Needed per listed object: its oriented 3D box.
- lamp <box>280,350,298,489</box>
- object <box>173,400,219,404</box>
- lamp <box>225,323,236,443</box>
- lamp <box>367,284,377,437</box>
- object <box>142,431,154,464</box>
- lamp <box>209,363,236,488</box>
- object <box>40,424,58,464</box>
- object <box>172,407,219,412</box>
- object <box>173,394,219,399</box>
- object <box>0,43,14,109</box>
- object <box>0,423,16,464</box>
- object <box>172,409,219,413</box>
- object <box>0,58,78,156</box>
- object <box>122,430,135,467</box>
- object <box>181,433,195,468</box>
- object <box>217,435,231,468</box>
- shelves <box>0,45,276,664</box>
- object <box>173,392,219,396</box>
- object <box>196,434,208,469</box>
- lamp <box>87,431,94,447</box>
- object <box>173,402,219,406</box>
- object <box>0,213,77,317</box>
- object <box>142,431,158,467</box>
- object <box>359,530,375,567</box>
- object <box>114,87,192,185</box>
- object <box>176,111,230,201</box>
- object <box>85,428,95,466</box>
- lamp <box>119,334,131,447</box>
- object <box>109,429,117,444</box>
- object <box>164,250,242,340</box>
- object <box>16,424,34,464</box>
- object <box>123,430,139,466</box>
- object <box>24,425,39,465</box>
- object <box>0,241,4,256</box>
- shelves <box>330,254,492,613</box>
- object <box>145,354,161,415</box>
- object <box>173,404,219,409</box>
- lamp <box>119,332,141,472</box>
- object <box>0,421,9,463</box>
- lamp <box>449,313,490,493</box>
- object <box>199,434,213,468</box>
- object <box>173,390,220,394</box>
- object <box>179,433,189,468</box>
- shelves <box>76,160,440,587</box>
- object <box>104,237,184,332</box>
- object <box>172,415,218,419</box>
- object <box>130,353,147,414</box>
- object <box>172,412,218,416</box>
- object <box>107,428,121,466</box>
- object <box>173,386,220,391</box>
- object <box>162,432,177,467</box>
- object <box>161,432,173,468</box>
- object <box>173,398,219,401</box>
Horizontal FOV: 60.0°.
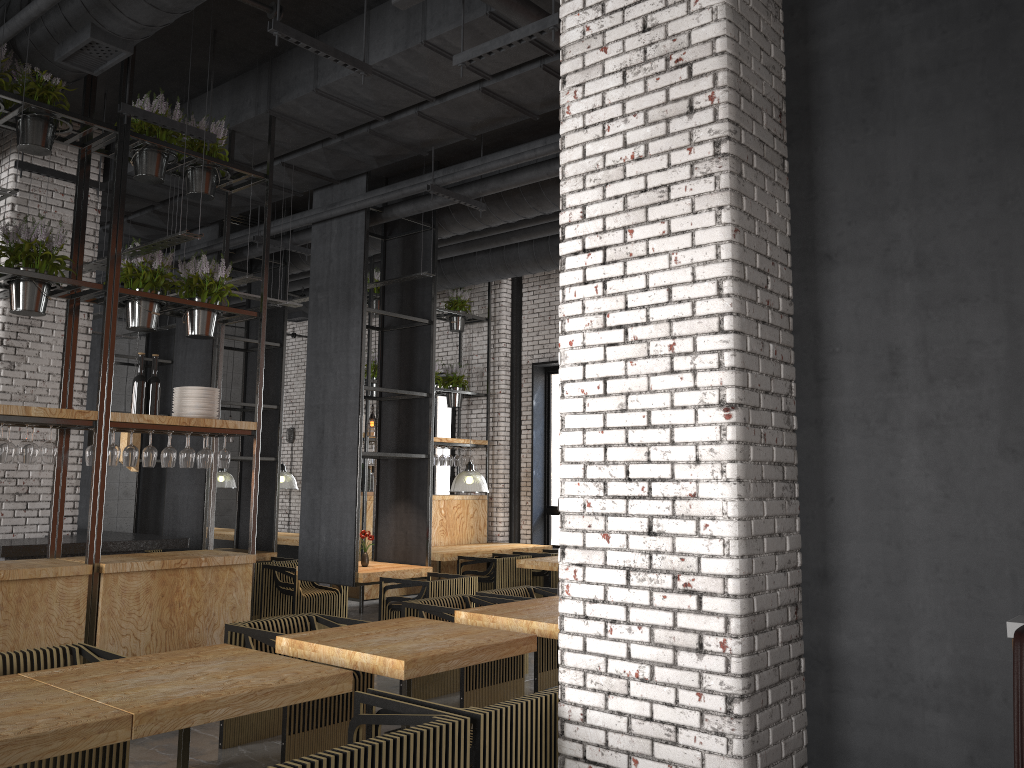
[{"bbox_3d":[-3.661,0.479,14.277,0.536,2.412,0.535,2,-8,-14],"label":"lamp"},{"bbox_3d":[-2.413,0.151,6.769,0.334,0.039,0.334,6,-9,-42],"label":"object"},{"bbox_3d":[-3.381,-0.094,10.729,0.108,1.603,0.108,1,-8,-3],"label":"lamp"},{"bbox_3d":[-1.413,-0.262,9.093,0.108,1.603,0.108,-1,-8,12],"label":"lamp"},{"bbox_3d":[-2.685,0.482,6.568,0.101,0.268,0.100,0,-8,3],"label":"object"},{"bbox_3d":[-4.984,0.592,15.376,0.536,2.412,0.535,2,-8,-8],"label":"lamp"},{"bbox_3d":[-2.999,0.386,5.754,0.101,0.268,0.101,6,-9,-36],"label":"object"},{"bbox_3d":[-2.413,0.205,6.761,0.335,0.040,0.334,0,-7,4],"label":"object"},{"bbox_3d":[-2.413,0.112,6.774,0.334,0.041,0.334,-1,-7,9],"label":"object"},{"bbox_3d":[-3.461,-1.906,5.729,0.416,0.560,0.466,5,-8,-31],"label":"object"},{"bbox_3d":[-3.314,0.391,5.824,0.101,0.268,0.101,6,-9,-36],"label":"object"},{"bbox_3d":[-2.413,0.225,6.759,0.334,0.037,0.334,0,-7,6],"label":"object"},{"bbox_3d":[-3.247,-1.866,6.060,0.467,0.560,0.415,-4,-9,34],"label":"object"},{"bbox_3d":[-2.779,0.468,6.456,0.101,0.268,0.100,0,-8,3],"label":"object"},{"bbox_3d":[-2.371,0.477,6.497,0.101,0.268,0.100,0,-8,3],"label":"object"},{"bbox_3d":[-2.181,0.505,6.721,0.101,0.268,0.100,0,-8,3],"label":"object"},{"bbox_3d":[-3.310,-0.323,5.676,0.689,5.032,3.653,-6,-10,40],"label":"shelves"},{"bbox_3d":[-2.413,0.093,6.777,0.334,0.044,0.334,-1,-7,11],"label":"object"},{"bbox_3d":[-2.401,0.523,6.904,0.101,0.268,0.100,0,-8,3],"label":"object"},{"bbox_3d":[-3.987,-0.001,8.609,0.127,1.399,0.127,-6,-10,40],"label":"lamp"},{"bbox_3d":[-2.412,0.166,6.766,0.334,0.040,0.334,4,-7,-28],"label":"object"},{"bbox_3d":[-3.237,-0.747,5.957,0.416,0.560,0.466,0,-7,8],"label":"object"},{"bbox_3d":[-2.560,0.450,6.274,0.101,0.268,0.100,0,-8,3],"label":"object"},{"bbox_3d":[-1.453,1.639,8.859,0.156,0.356,0.170,1,-7,-2],"label":"object"},{"bbox_3d":[-2.691,-1.795,6.633,0.416,0.560,0.466,-1,-7,13],"label":"object"},{"bbox_3d":[-2.455,-1.750,7.014,0.416,0.560,0.466,4,-8,-25],"label":"object"},{"bbox_3d":[-2.950,0.444,6.254,0.101,0.268,0.100,2,-8,-13],"label":"object"},{"bbox_3d":[-5.386,0.076,12.396,0.108,1.603,0.108,3,-8,-18],"label":"lamp"},{"bbox_3d":[-2.868,0.456,6.351,0.101,0.268,0.100,2,-8,-13],"label":"object"},{"bbox_3d":[-2.391,-0.635,6.860,0.416,0.560,0.466,-4,-9,34],"label":"object"},{"bbox_3d":[-3.094,0.373,5.642,0.101,0.268,0.101,6,-9,-36],"label":"object"},{"bbox_3d":[-2.649,0.437,6.169,0.101,0.268,0.100,2,-8,-13],"label":"object"},{"bbox_3d":[-3.219,0.405,5.936,0.101,0.268,0.101,6,-9,-36],"label":"object"},{"bbox_3d":[-3.495,-0.789,5.608,0.467,0.560,0.415,2,-7,-11],"label":"object"},{"bbox_3d":[-1.331,0.447,12.265,0.689,5.032,2.329,-6,-10,40],"label":"shelves"},{"bbox_3d":[-2.635,0.018,6.519,0.098,0.472,0.098,0,-8,2],"label":"object"},{"bbox_3d":[-2.413,0.186,6.765,0.334,0.039,0.334,0,-7,6],"label":"object"},{"bbox_3d":[-3.489,0.032,8.184,0.127,1.551,0.127,-6,-10,40],"label":"lamp"},{"bbox_3d":[-3.189,0.359,5.530,0.101,0.268,0.101,6,-9,-36],"label":"object"},{"bbox_3d":[-0.549,0.231,11.832,0.536,2.412,0.535,2,-8,-14],"label":"lamp"},{"bbox_3d":[-2.276,0.491,6.609,0.101,0.268,0.100,0,-8,3],"label":"object"},{"bbox_3d":[-2.412,0.073,6.779,0.334,0.039,0.334,-1,-7,15],"label":"object"},{"bbox_3d":[-2.495,0.509,6.792,0.101,0.268,0.100,0,-8,3],"label":"object"},{"bbox_3d":[-3.416,-0.061,10.726,6.141,4.378,1.001,-5,-9,40],"label":"shelves"},{"bbox_3d":[-2.723,-0.674,6.547,0.467,0.560,0.416,7,-10,-41],"label":"object"},{"bbox_3d":[-2.414,0.264,6.754,0.334,0.033,0.334,6,-9,-41],"label":"object"},{"bbox_3d":[-2.704,0.008,6.437,0.098,0.472,0.098,0,-8,2],"label":"object"},{"bbox_3d":[-2.415,0.243,6.757,0.334,0.046,0.334,-2,-7,21],"label":"object"},{"bbox_3d":[-2.731,0.425,6.071,0.101,0.268,0.100,2,-8,-13],"label":"object"},{"bbox_3d":[-2.412,0.054,6.782,0.334,0.039,0.334,-1,-7,14],"label":"object"},{"bbox_3d":[-2.465,0.463,6.385,0.101,0.268,0.100,0,-8,3],"label":"object"},{"bbox_3d":[-2.590,0.496,6.680,0.101,0.268,0.100,0,-8,3],"label":"object"},{"bbox_3d":[-2.413,0.131,6.771,0.334,0.043,0.334,-2,-7,23],"label":"object"}]
